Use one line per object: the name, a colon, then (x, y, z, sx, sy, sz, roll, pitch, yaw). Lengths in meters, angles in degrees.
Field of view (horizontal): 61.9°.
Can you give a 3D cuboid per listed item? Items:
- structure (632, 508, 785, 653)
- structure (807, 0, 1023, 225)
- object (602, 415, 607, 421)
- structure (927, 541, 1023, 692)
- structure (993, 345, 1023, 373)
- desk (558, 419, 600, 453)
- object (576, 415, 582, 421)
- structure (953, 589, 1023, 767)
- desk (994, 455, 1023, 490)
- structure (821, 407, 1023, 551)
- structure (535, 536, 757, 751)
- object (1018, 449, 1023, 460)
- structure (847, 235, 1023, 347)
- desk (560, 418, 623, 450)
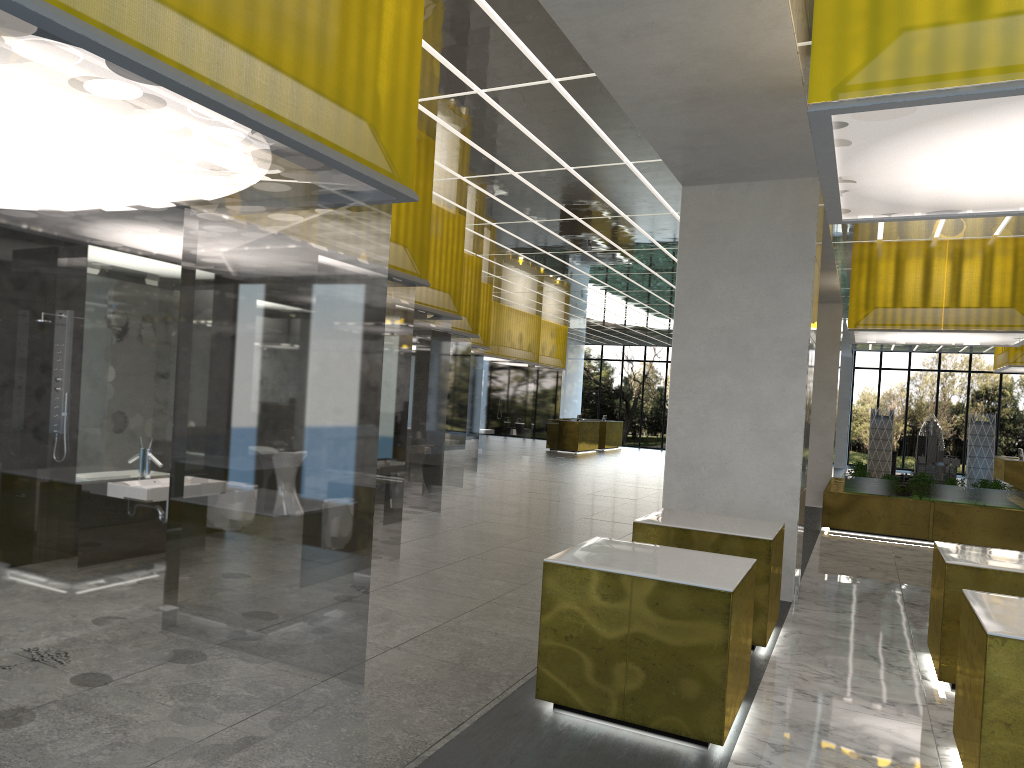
structure: (2.114, 2.068, 9.202, 1.428, 1.174, 1.381, 3, 0, 26)
structure: (3.875, -2.592, 5.595, 3.404, 2.270, 3.103, 3, -1, 26)
object: (4.920, 2.023, 46.410, 0.575, 0.668, 0.718, 4, 0, 25)
structure: (4.649, 2.196, 7.766, 1.428, 1.174, 1.381, 3, 0, 26)
structure: (16.190, -1.490, 24.752, 3.405, 2.270, 2.982, 3, -1, 26)
desk: (2.311, 2.515, 42.636, 3.365, 1.508, 3.332, 3, -1, 26)
object: (3.163, 1.837, 42.147, 0.576, 0.668, 0.717, 4, 0, 25)
structure: (3.618, 2.087, 5.264, 1.428, 1.174, 1.381, 3, 0, 26)
desk: (15.953, 3.017, 24.769, 3.365, 1.508, 3.332, 3, -1, 26)
structure: (9.167, 1.866, 18.898, 4.047, 2.571, 4.927, 3, -1, 25)
structure: (1.085, 1.959, 6.706, 1.428, 1.174, 1.381, 3, 0, 26)
object: (15.187, 2.259, 25.242, 0.576, 0.668, 0.717, 4, 0, 25)
structure: (8.888, -2.063, 17.754, 3.405, 2.270, 3.103, 3, -1, 26)
desk: (4.053, 2.699, 46.862, 3.365, 1.508, 3.332, 3, -1, 26)
